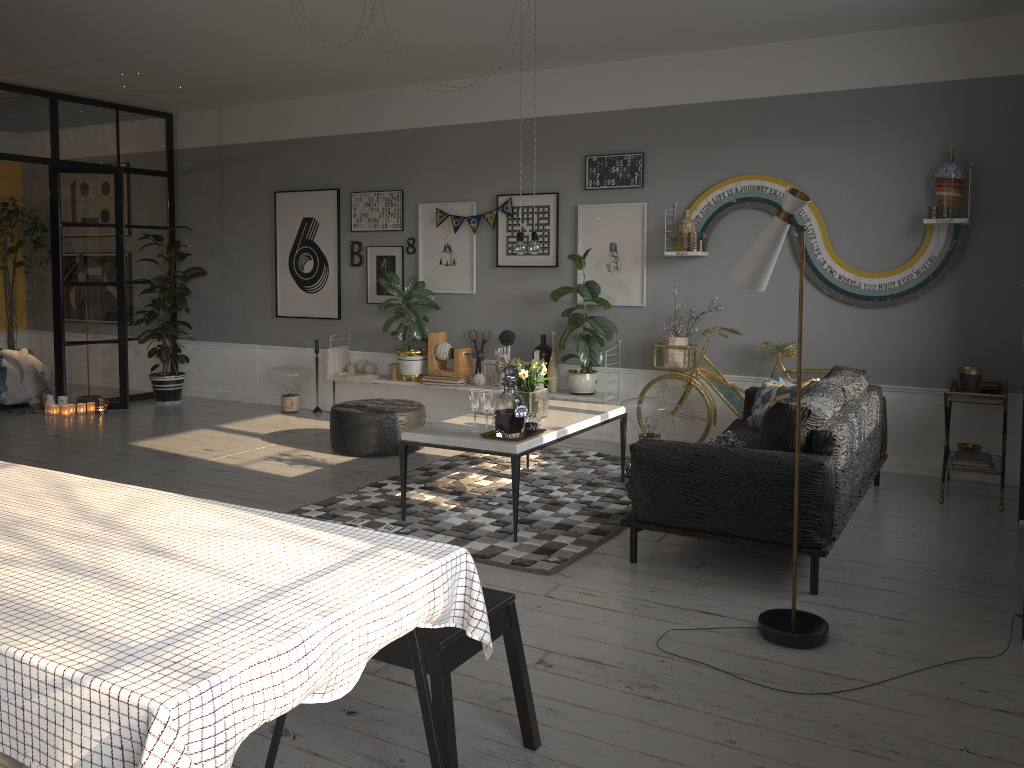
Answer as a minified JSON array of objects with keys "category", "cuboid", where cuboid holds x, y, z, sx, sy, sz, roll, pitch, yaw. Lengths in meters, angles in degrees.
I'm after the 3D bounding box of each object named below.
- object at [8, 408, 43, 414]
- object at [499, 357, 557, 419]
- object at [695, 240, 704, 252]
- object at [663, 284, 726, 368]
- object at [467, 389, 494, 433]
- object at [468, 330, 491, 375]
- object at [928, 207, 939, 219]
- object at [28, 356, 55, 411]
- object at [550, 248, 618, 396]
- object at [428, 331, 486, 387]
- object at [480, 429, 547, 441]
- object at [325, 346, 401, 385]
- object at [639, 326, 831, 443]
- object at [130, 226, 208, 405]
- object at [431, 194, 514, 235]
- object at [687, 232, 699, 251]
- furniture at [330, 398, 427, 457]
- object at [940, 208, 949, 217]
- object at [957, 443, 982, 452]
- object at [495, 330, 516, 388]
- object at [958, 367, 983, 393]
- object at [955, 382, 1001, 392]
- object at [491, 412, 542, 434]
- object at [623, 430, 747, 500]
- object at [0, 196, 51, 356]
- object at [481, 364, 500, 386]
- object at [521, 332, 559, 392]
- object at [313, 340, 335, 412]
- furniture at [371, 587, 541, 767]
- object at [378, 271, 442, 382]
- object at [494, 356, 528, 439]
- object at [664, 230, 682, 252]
[{"category":"object","cuboid":[-4.574,0.256,8.316,0.326,0.053,0.088,-1,7,-7]},{"category":"object","cuboid":[0.084,0.028,5.186,0.325,0.349,0.353,4,7,31]},{"category":"object","cuboid":[1.388,-1.020,6.543,0.062,0.081,0.063,1,5,5]},{"category":"object","cuboid":[1.307,-0.422,6.508,0.254,0.638,0.489,-4,7,-43]},{"category":"object","cuboid":[-0.168,0.147,4.762,0.168,0.226,0.082,5,6,41]},{"category":"object","cuboid":[-0.281,-0.237,7.640,0.222,0.461,0.019,3,5,29]},{"category":"object","cuboid":[2.715,-1.101,5.699,0.060,0.078,0.060,2,5,18]},{"category":"object","cuboid":[-4.441,-0.009,8.528,0.437,0.519,0.280,-2,5,-20]},{"category":"object","cuboid":[0.569,-0.486,6.938,0.416,1.144,0.569,-1,5,-21]},{"category":"object","cuboid":[-0.446,-0.214,7.566,0.546,0.438,0.239,4,6,29]},{"category":"object","cuboid":[0.010,0.262,4.682,0.247,0.015,0.320,4,9,29]},{"category":"object","cuboid":[-1.310,-0.162,8.062,0.786,0.305,0.330,4,7,30]},{"category":"object","cuboid":[1.666,0.078,6.363,1.627,0.965,0.428,3,5,21]},{"category":"object","cuboid":[-4.174,-0.513,7.526,1.012,1.784,3.915,3,7,29]},{"category":"object","cuboid":[-0.348,-1.451,7.604,0.915,0.338,0.057,4,5,29]},{"category":"object","cuboid":[1.329,-1.040,6.485,0.086,0.139,0.086,2,5,22]},{"category":"furniture","cuboid":[-1.020,0.319,6.772,0.736,0.355,0.739,2,7,16]},{"category":"object","cuboid":[2.757,-1.092,5.637,0.050,0.058,0.050,2,6,19]},{"category":"object","cuboid":[2.905,0.425,5.620,0.145,0.072,0.146,2,7,15]},{"category":"object","cuboid":[-0.051,-0.210,7.362,0.155,0.481,0.137,3,5,29]},{"category":"object","cuboid":[2.729,-0.014,5.279,0.138,0.159,0.142,-2,6,-23]},{"category":"object","cuboid":[2.936,0.018,5.573,0.247,0.015,0.320,4,9,29]},{"category":"object","cuboid":[0.015,0.213,4.812,0.279,0.087,0.248,1,7,7]},{"category":"object","cuboid":[0.898,0.438,4.535,0.491,0.327,0.670,3,7,24]},{"category":"object","cuboid":[-5.757,-1.090,10.203,1.250,2.193,1.351,2,5,16]},{"category":"object","cuboid":[-0.143,-0.078,7.530,0.265,0.172,0.078,5,6,35]},{"category":"object","cuboid":[0.216,-0.190,7.195,0.286,0.486,0.333,-1,5,-10]},{"category":"object","cuboid":[-1.770,-0.077,8.401,0.280,0.697,0.092,2,4,22]},{"category":"furniture","cuboid":[-0.754,0.803,2.784,1.672,0.453,0.467,4,7,29]},{"category":"object","cuboid":[-0.889,-0.504,7.728,0.510,0.959,0.548,1,5,15]},{"category":"object","cuboid":[-0.011,0.070,4.608,0.148,0.415,0.156,-3,6,-41]},{"category":"object","cuboid":[1.194,-1.060,6.544,0.060,0.165,0.198,-2,6,-27]}]
